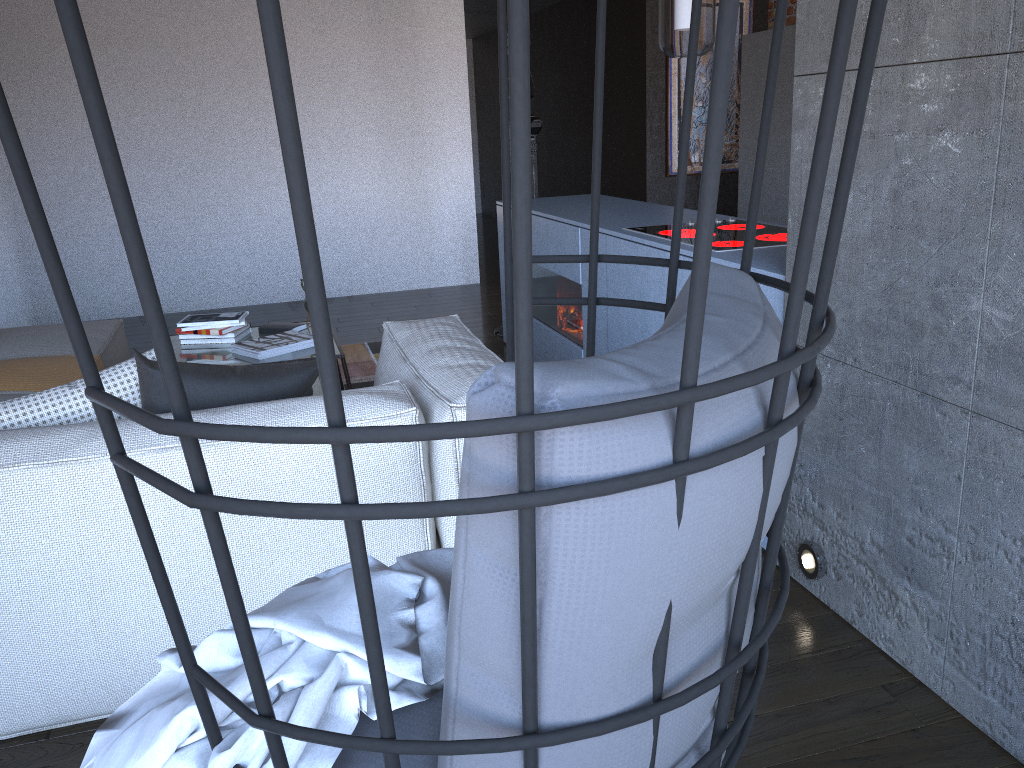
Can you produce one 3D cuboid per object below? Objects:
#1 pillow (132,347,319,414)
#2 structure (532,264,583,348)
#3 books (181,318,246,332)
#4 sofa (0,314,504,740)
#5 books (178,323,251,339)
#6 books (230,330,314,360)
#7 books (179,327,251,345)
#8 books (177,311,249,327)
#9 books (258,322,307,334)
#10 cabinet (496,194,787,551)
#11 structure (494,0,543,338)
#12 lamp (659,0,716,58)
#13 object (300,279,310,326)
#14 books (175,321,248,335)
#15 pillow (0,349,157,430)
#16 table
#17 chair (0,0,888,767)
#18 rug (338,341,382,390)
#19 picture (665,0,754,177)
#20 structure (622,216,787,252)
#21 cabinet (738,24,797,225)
[{"bbox_3d":[-0.754,0.071,2.319,0.538,0.418,0.238,-11,18,-25],"label":"pillow"},{"bbox_3d":[0.365,-0.400,4.397,0.332,0.395,0.942,-7,17,-15],"label":"structure"},{"bbox_3d":[-1.322,-0.274,3.934,0.268,0.014,0.196,-8,17,-16],"label":"books"},{"bbox_3d":[-1.505,0.063,3.373,2.535,0.699,3.295,-7,17,-15],"label":"sofa"},{"bbox_3d":[-1.322,-0.237,3.949,0.251,0.023,0.208,-2,16,4],"label":"books"},{"bbox_3d":[-0.982,-0.166,3.711,0.225,0.038,0.308,13,23,42],"label":"books"},{"bbox_3d":[-1.319,-0.215,3.955,0.247,0.024,0.208,-2,16,4],"label":"books"},{"bbox_3d":[-1.323,-0.289,3.929,0.268,0.014,0.196,-4,16,-4],"label":"books"},{"bbox_3d":[-1.043,-0.258,4.042,0.182,0.029,0.129,4,18,21],"label":"books"},{"bbox_3d":[0.631,-0.298,3.906,0.607,0.845,2.955,-7,17,-15],"label":"cabinet"},{"bbox_3d":[-3.203,-0.678,3.085,8.508,2.398,0.481,-14,20,-33],"label":"structure"},{"bbox_3d":[0.599,-1.621,3.019,0.195,0.957,0.197,1,17,14],"label":"lamp"},{"bbox_3d":[-0.939,-0.383,4.102,0.099,0.223,0.093,5,18,23],"label":"object"},{"bbox_3d":[-1.325,-0.251,3.920,0.239,0.023,0.190,3,17,18],"label":"books"},{"bbox_3d":[-1.084,0.118,2.261,0.543,0.403,0.250,-13,20,-32],"label":"pillow"},{"bbox_3d":[-1.129,0.016,3.859,0.842,0.389,0.847,-7,17,-15],"label":"table"},{"bbox_3d":[-0.037,-0.580,0.727,0.682,2.224,0.801,7,19,29],"label":"chair"},{"bbox_3d":[-0.981,0.101,4.287,1.431,0.013,2.360,-7,17,-15],"label":"rug"},{"bbox_3d":[1.653,-2.516,7.450,0.780,1.473,0.067,-7,17,-15],"label":"picture"},{"bbox_3d":[0.785,-0.539,3.233,0.504,0.057,0.762,-7,17,-15],"label":"structure"},{"bbox_3d":[2.673,-1.230,5.011,0.713,1.811,4.167,-7,17,-15],"label":"cabinet"}]
